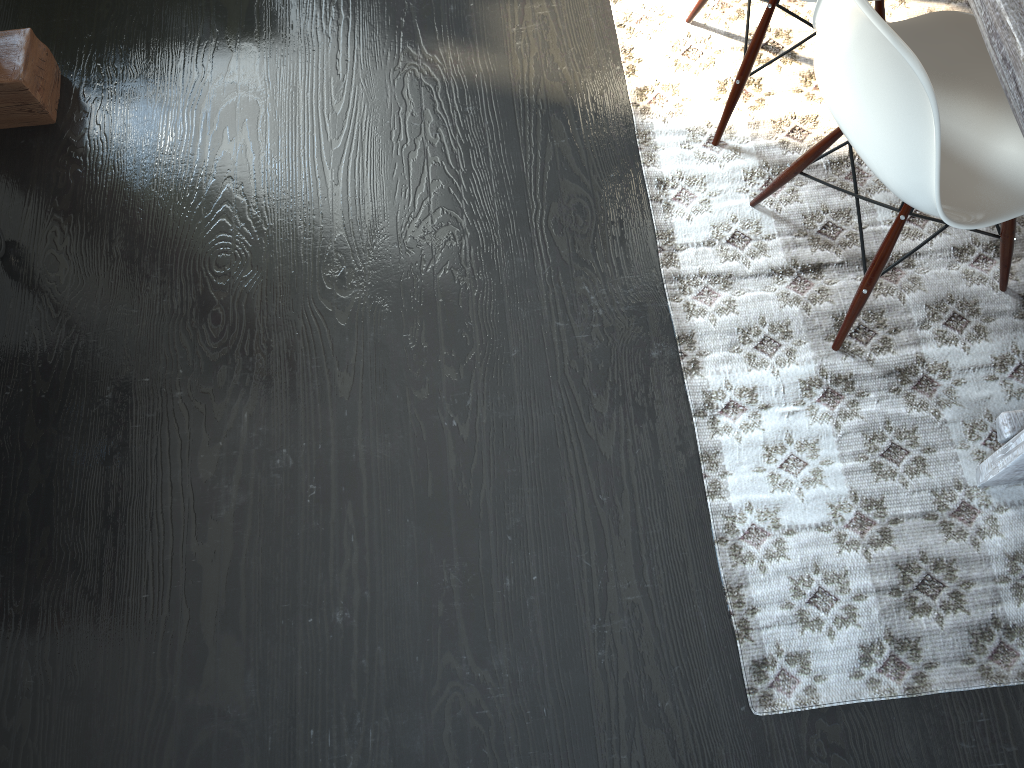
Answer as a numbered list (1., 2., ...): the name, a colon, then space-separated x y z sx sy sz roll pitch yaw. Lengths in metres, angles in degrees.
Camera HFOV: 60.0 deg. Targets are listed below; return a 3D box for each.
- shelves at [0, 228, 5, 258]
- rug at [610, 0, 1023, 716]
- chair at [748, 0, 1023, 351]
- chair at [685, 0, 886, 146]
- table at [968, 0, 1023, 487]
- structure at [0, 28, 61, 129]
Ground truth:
1. shelves: -1.358 -0.117 1.612 0.438 0.732 0.803 -10 66 -1
2. rug: 1.229 -0.739 2.098 1.898 0.022 2.677 -7 66 1
3. chair: 0.735 -0.450 1.575 0.542 0.801 0.465 -20 66 -5
4. chair: 0.594 -0.911 1.789 0.542 0.801 0.465 -6 66 1
5. table: 1.190 -0.910 1.754 1.141 0.788 2.421 -7 66 1
6. structure: -1.368 0.567 0.651 1.023 1.963 12.350 -7 66 1
